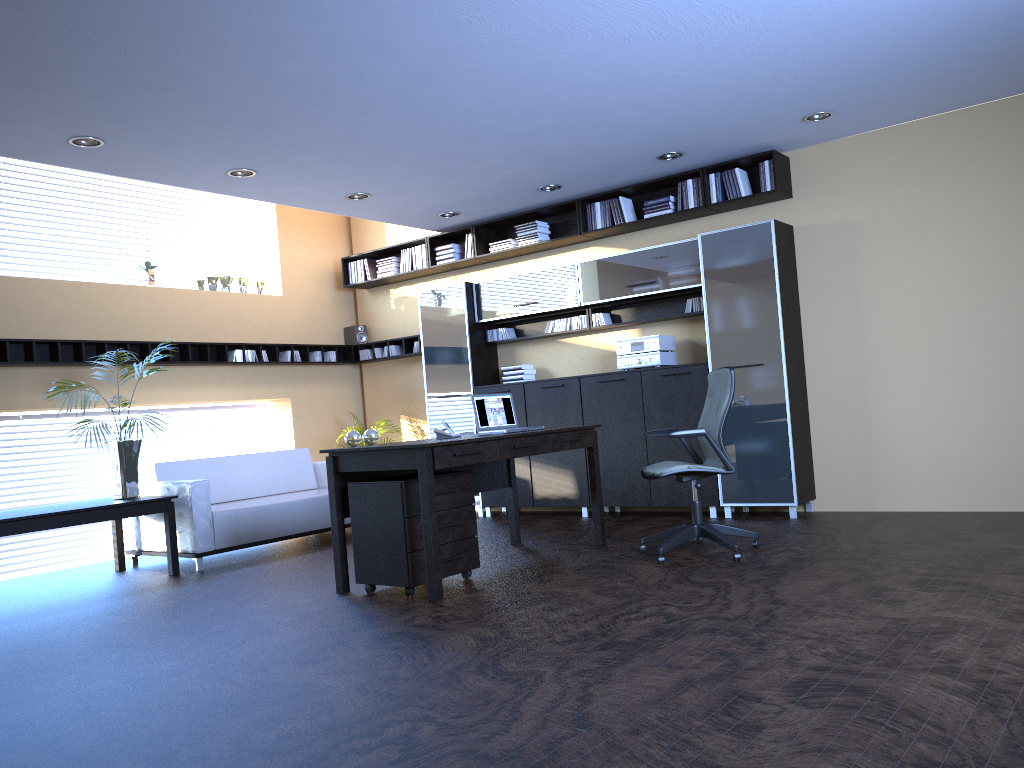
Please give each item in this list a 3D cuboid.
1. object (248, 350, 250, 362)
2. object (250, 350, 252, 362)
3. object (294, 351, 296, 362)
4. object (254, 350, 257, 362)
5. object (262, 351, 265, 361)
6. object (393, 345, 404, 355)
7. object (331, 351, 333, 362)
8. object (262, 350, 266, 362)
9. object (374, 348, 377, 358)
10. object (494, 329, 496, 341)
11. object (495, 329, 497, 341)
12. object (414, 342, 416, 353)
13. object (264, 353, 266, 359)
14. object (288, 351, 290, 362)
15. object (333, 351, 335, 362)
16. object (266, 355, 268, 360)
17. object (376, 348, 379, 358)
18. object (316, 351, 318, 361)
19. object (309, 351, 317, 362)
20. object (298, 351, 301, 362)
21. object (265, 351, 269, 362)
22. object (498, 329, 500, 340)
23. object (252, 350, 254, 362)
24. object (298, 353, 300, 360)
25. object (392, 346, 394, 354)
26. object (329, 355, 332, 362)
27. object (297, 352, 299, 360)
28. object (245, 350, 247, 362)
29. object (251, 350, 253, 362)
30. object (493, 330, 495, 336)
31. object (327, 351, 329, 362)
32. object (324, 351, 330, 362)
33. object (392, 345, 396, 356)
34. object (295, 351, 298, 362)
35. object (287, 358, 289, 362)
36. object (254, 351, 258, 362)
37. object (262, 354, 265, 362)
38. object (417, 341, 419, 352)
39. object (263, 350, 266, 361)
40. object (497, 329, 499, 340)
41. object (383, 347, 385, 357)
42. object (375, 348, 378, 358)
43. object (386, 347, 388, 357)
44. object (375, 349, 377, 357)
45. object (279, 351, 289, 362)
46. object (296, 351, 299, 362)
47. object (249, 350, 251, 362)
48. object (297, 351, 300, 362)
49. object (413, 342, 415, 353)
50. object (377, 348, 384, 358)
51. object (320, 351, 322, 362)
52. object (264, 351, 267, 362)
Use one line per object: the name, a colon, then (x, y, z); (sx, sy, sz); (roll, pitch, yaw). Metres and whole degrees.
object: (-2.791, -0.286, 9.262); (0.142, 0.120, 0.009); (-6, -1, 37)
object: (-2.775, -0.287, 9.287); (0.142, 0.120, 0.009); (-6, -1, 37)
object: (-2.433, -0.299, 9.745); (0.142, 0.120, 0.009); (-6, -1, 37)
object: (-2.740, -0.286, 9.342); (0.142, 0.122, 0.041); (-6, -1, 37)
object: (-2.682, -0.290, 9.405); (0.140, 0.117, 0.026); (-6, -1, 37)
object: (-1.281, -0.380, 10.060); (0.040, 0.118, 0.142); (-5, -1, 37)
object: (-2.114, -0.310, 10.164); (0.142, 0.120, 0.009); (-6, -1, 37)
object: (-2.679, -0.290, 9.414); (0.142, 0.120, 0.030); (-6, -1, 37)
object: (-1.529, -0.354, 10.247); (0.030, 0.120, 0.142); (-5, -1, 37)
object: (-0.134, -0.505, 9.189); (0.006, 0.118, 0.140); (-5, -1, 37)
object: (-0.126, -0.506, 9.185); (0.009, 0.120, 0.142); (-5, -1, 37)
object: (-1.031, -0.408, 9.871); (0.030, 0.120, 0.142); (-5, -1, 37)
object: (-2.671, -0.290, 9.434); (0.142, 0.120, 0.030); (-6, -1, 36)
object: (-2.480, -0.297, 9.686); (0.142, 0.120, 0.030); (-6, -1, 37)
object: (-2.087, -0.311, 10.195); (0.142, 0.120, 0.009); (-6, -1, 37)
object: (-2.658, -0.290, 9.444); (0.140, 0.116, 0.036); (-6, -1, 37)
object: (-1.504, -0.357, 10.228); (0.030, 0.120, 0.142); (-5, -1, 37)
object: (-2.247, -0.305, 9.999); (0.142, 0.120, 0.030); (-6, -1, 36)
object: (-2.254, -0.304, 9.986); (0.142, 0.118, 0.040); (-6, -1, 37)
object: (-2.393, -0.299, 9.799); (0.142, 0.118, 0.040); (-6, -1, 37)
object: (-2.659, -0.289, 9.444); (0.142, 0.118, 0.040); (-6, -1, 37)
object: (-0.094, -0.509, 9.160); (0.009, 0.120, 0.142); (-5, -1, 37)
object: (-2.761, -0.287, 9.303); (0.142, 0.120, 0.009); (-6, -1, 37)
object: (-2.398, -0.300, 9.784); (0.140, 0.117, 0.026); (-6, -1, 37)
object: (-1.301, -0.379, 10.075); (0.030, 0.120, 0.142); (-5, -1, 37)
object: (-2.124, -0.309, 10.159); (0.142, 0.120, 0.009); (-6, -1, 37)
object: (-2.407, -0.299, 9.778); (0.142, 0.120, 0.030); (-6, -1, 37)
object: (-2.813, -0.285, 9.239); (0.142, 0.120, 0.009); (-6, -1, 37)
object: (-2.769, -0.287, 9.296); (0.142, 0.120, 0.009); (-6, -1, 37)
object: (-0.141, -0.504, 9.198); (0.009, 0.120, 0.142); (-5, -1, 37)
object: (-2.132, -0.308, 10.135); (0.142, 0.122, 0.041); (-6, -1, 37)
object: (-2.135, -0.308, 10.137); (0.142, 0.118, 0.040); (-6, -1, 37)
object: (-1.293, -0.380, 10.069); (0.030, 0.120, 0.142); (-5, -1, 37)
object: (-2.420, -0.299, 9.761); (0.142, 0.120, 0.030); (-6, -1, 37)
object: (-2.487, -0.296, 9.679); (0.142, 0.120, 0.030); (-6, -1, 37)
object: (-2.737, -0.287, 9.341); (0.142, 0.118, 0.040); (-6, -1, 37)
object: (-2.685, -0.290, 9.406); (0.142, 0.120, 0.030); (-6, -1, 37)
object: (-1.006, -0.410, 9.852); (0.030, 0.124, 0.142); (-5, -1, 37)
object: (-2.675, -0.290, 9.424); (0.142, 0.120, 0.030); (-6, -1, 37)
object: (-0.102, -0.508, 9.166); (0.009, 0.120, 0.142); (-5, -1, 36)
object: (-1.415, -0.366, 10.161); (0.040, 0.118, 0.142); (-5, -1, 37)
object: (-1.512, -0.356, 10.234); (0.030, 0.120, 0.142); (-5, -1, 37)
object: (-1.378, -0.371, 10.133); (0.030, 0.120, 0.142); (-5, -1, 37)
object: (-1.520, -0.355, 10.240); (0.030, 0.120, 0.142); (-5, -1, 37)
object: (-2.493, -0.295, 9.664); (0.142, 0.118, 0.040); (-6, -1, 37)
object: (-2.411, -0.299, 9.767); (0.142, 0.120, 0.030); (-6, -1, 37)
object: (-2.784, -0.287, 9.269); (0.142, 0.120, 0.009); (-6, -1, 37)
object: (-2.402, -0.299, 9.787); (0.142, 0.120, 0.030); (-6, -1, 37)
object: (-1.043, -0.406, 9.880); (0.040, 0.118, 0.142); (-5, -1, 37)
object: (-1.492, -0.357, 10.219); (0.040, 0.118, 0.142); (-5, -1, 37)
object: (-2.212, -0.307, 10.038); (0.142, 0.120, 0.009); (-6, -1, 37)
object: (-2.669, -0.290, 9.433); (0.140, 0.117, 0.026); (-6, -1, 36)
